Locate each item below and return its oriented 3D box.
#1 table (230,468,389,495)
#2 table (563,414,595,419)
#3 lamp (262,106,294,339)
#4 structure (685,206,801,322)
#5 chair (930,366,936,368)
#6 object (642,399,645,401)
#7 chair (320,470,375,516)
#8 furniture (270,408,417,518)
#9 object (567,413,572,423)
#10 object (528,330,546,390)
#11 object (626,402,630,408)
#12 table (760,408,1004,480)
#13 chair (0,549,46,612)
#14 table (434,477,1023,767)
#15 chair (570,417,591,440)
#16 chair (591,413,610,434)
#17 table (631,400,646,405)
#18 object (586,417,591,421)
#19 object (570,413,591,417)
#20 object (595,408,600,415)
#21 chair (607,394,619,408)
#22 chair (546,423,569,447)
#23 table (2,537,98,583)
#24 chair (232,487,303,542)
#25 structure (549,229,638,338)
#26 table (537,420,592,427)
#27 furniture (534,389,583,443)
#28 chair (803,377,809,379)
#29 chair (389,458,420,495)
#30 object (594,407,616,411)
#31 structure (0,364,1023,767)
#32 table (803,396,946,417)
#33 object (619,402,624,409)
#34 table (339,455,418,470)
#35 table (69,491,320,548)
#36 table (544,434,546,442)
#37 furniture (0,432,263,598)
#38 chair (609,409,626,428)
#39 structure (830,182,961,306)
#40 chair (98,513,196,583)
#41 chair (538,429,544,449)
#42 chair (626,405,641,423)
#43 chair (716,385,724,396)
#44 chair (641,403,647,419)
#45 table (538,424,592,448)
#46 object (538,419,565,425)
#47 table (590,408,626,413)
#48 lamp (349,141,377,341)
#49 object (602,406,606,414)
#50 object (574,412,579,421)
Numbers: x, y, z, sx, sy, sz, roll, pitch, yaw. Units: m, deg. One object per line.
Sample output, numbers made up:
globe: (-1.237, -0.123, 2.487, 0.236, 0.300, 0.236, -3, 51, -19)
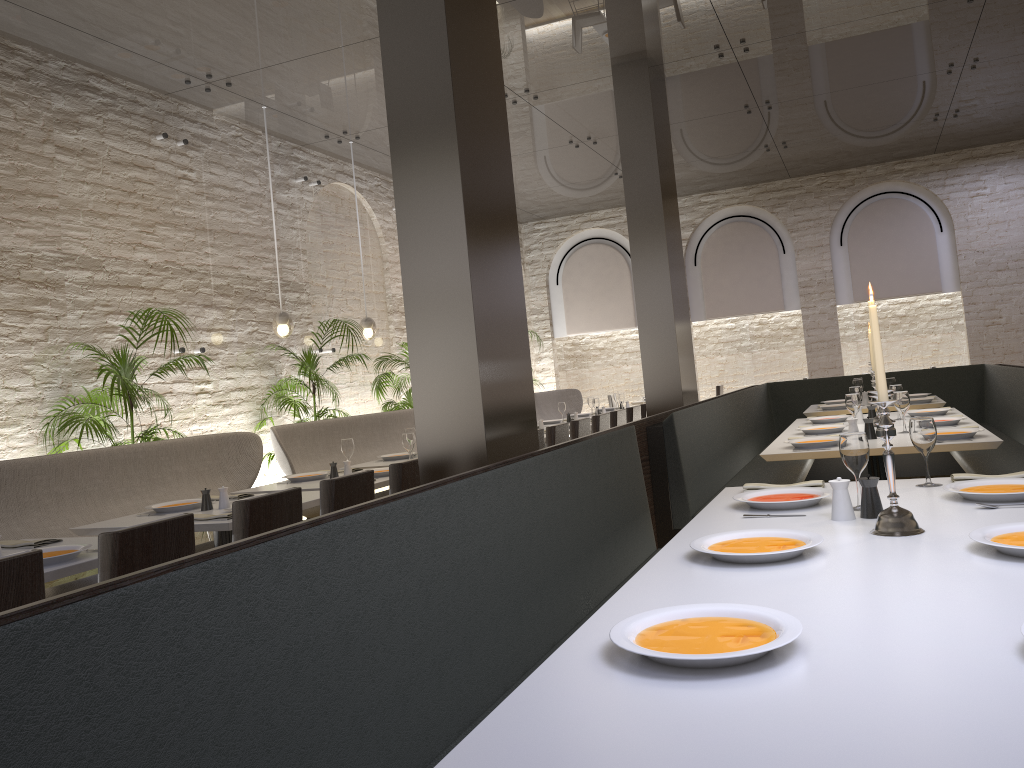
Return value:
table: (-1.005, 0.960, 5.492, 0.934, 0.761, 1.011, -6, -1, 22)
table: (1.129, 0.758, 10.797, 0.934, 0.761, 1.011, -6, -1, 22)
lamp: (-2.069, -1.407, 7.709, 0.177, 2.044, 0.178, -8, -3, 43)
structure: (3.448, -1.863, 13.436, 1.631, 1.678, 0.098, -6, -2, 22)
chair: (6.032, 0.215, 13.145, 0.565, 0.907, 0.412, -6, -2, 22)
object: (2.274, 0.253, 14.661, 0.322, 0.036, 0.321, -5, 0, -33)
chair: (-0.911, 0.877, 4.040, 0.565, 0.907, 0.412, -6, -2, 22)
furniture: (-0.694, 0.762, 8.325, 0.707, 1.099, 4.477, -6, 0, 22)
object: (0.624, 0.369, 9.739, 0.059, 0.109, 0.059, -4, -2, -33)
object: (-0.063, 0.274, 12.011, 1.145, 1.978, 1.187, -6, -2, 3)
object: (1.543, 0.282, 11.837, 0.059, 0.109, 0.059, -4, -2, -33)
table: (2.272, 0.645, 5.456, 1.099, 0.761, 2.539, -6, 0, 22)
chair: (-1.574, 0.940, 2.391, 0.565, 0.907, 0.412, -6, -2, 22)
table: (0.898, 0.775, 2.036, 1.099, 0.761, 2.539, -6, 0, 22)
chair: (0.374, 0.756, 7.236, 0.565, 0.907, 0.412, -6, -2, 22)
chair: (0.595, 0.735, 7.785, 0.565, 0.907, 0.412, -6, -2, 22)
table: (2.563, 0.622, 14.544, 0.934, 0.761, 1.011, -6, -1, 22)
object: (0.923, 0.380, 9.690, 0.322, 0.036, 0.320, -5, 0, -31)
object: (0.839, 0.388, 10.914, 0.322, 0.036, 0.320, -5, 0, -31)
object: (1.036, 0.330, 10.762, 0.059, 0.109, 0.059, -4, -2, -33)
chair: (1.946, 0.609, 14.786, 0.565, 0.907, 0.412, -6, -2, 22)
chair: (0.164, 0.775, 6.713, 0.565, 0.907, 0.412, -6, -2, 22)
table: (-1.894, 1.044, 3.280, 0.934, 0.761, 1.011, -6, -1, 22)
chair: (-1.122, 0.897, 3.515, 0.565, 0.907, 0.412, -6, -2, 22)
structure: (1.362, -1.662, 14.274, 1.631, 1.678, 0.098, -6, -2, 22)
table: (0.717, 0.797, 9.774, 0.934, 0.761, 1.011, -6, -1, 22)
furniture: (0.678, 0.633, 11.736, 0.706, 1.099, 2.585, -6, -1, 22)
chair: (4.821, 0.332, 13.632, 0.565, 0.907, 0.412, -6, -2, 22)
chair: (-0.689, 0.856, 4.591, 0.565, 0.907, 0.412, -6, -2, 22)
object: (1.265, 0.348, 11.972, 0.322, 0.036, 0.320, -5, 0, -31)
structure: (1.692, 0.578, 3.992, 2.368, 1.002, 10.752, -6, 0, 22)
table: (3.226, 0.554, 7.827, 1.099, 0.761, 1.188, -6, -1, 22)
object: (1.461, 0.290, 11.820, 0.059, 0.109, 0.059, -4, -2, -33)
table: (-0.570, 0.919, 6.572, 0.934, 0.761, 1.011, -6, -1, 22)
table: (-1.427, 1.000, 4.441, 0.934, 0.761, 1.011, -6, -1, 22)
table: (-0.137, 0.878, 7.649, 0.934, 0.761, 1.011, -6, -1, 22)
furniture: (-2.425, 0.926, 4.020, 0.707, 1.099, 4.477, -6, 0, 22)
chair: (0.807, 0.715, 8.313, 0.565, 0.907, 0.412, -6, -2, 22)
structure: (5.404, -2.051, 12.650, 1.631, 1.678, 0.098, -6, -2, 22)
chair: (-1.352, 0.919, 2.942, 0.565, 0.907, 0.412, -6, -2, 22)
chair: (-0.045, 0.795, 6.193, 0.565, 0.907, 0.412, -6, -2, 22)
chair: (1.027, 0.694, 8.860, 0.565, 0.907, 0.412, -6, -2, 22)
chair: (3.157, 0.492, 14.300, 0.565, 0.907, 0.412, -6, -2, 22)
chair: (1.235, 0.674, 9.377, 0.565, 0.907, 0.412, -6, -2, 22)
table: (0.300, 0.836, 8.736, 0.934, 0.761, 1.011, -6, -1, 22)
object: (0.428, 0.427, 9.891, 0.322, 0.036, 0.320, -5, 0, -31)
table: (1.554, 0.718, 11.855, 0.934, 0.761, 1.011, -6, -1, 22)
lamp: (-1.546, -1.457, 9.011, 0.177, 2.044, 0.177, -6, -2, 7)
object: (1.118, 0.322, 10.779, 0.059, 0.109, 0.059, -4, -2, -33)
object: (0.706, 0.361, 9.755, 0.059, 0.109, 0.059, -4, -2, -33)
